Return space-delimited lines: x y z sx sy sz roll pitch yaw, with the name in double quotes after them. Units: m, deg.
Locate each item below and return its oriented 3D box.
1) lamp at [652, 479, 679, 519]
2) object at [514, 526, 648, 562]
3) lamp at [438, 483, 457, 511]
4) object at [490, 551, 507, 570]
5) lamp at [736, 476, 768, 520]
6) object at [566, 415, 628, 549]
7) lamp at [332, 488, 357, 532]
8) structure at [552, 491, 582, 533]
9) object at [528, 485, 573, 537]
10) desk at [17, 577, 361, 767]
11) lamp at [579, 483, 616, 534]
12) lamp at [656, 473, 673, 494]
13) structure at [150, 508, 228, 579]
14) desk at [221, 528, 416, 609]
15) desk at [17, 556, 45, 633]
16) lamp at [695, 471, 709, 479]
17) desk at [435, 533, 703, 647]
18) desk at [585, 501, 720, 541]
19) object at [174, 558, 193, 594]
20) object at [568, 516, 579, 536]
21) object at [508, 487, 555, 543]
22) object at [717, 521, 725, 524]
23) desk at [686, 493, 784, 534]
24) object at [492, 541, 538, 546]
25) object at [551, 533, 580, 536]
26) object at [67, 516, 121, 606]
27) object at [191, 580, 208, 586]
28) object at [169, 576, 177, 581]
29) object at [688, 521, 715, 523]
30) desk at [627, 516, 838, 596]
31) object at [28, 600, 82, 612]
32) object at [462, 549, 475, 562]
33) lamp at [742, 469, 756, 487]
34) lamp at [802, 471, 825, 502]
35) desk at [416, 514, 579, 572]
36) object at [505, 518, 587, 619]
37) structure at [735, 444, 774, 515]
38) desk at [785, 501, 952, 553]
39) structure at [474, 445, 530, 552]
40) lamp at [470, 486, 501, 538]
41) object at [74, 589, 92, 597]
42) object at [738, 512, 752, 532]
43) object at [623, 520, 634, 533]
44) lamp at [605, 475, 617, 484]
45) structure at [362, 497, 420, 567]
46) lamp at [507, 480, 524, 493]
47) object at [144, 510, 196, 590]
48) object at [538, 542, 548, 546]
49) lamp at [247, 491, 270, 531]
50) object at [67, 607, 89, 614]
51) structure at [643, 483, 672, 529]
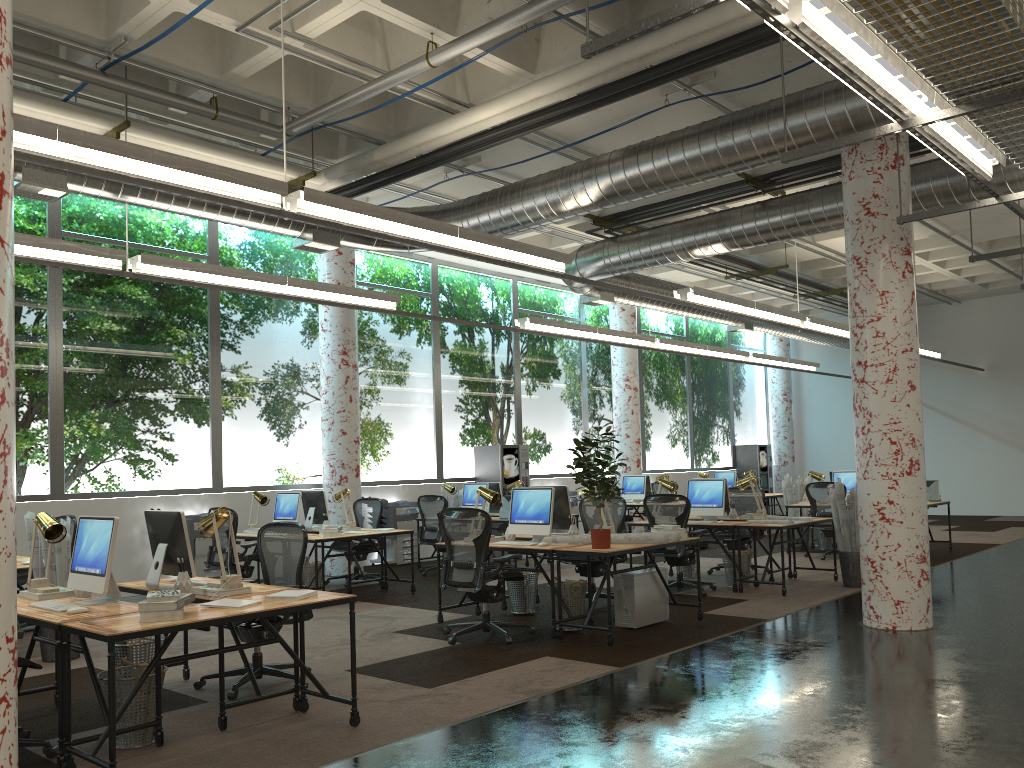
1.768 1.430 10.540 0.209 0.609 0.529 0 -4 -28 "lamp"
1.264 2.529 14.442 3.411 0.436 0.367 2 -6 -38 "object"
-0.983 1.752 13.015 0.209 0.609 0.529 0 -4 -28 "lamp"
-0.218 2.383 12.439 0.359 0.434 0.353 -5 -5 38 "object"
2.875 1.381 10.394 0.209 0.609 0.529 0 -4 -28 "lamp"
0.669 0.775 7.083 0.514 1.075 0.439 -4 -3 33 "object"
-1.972 1.548 10.551 0.209 0.609 0.529 0 -4 -28 "lamp"
0.901 2.422 16.465 0.504 1.055 1.059 -4 -5 42 "structure"
0.348 1.205 8.384 0.485 0.484 0.190 -5 -4 42 "object"
-2.033 1.590 5.070 1.945 0.722 1.402 -6 -7 42 "desk"
0.823 1.198 8.026 0.209 0.609 0.529 0 -4 -28 "lamp"
2.801 1.902 15.827 0.219 0.609 0.529 0 -4 -28 "lamp"
-3.942 2.062 11.105 0.504 1.055 1.059 -4 -5 42 "structure"
-2.306 2.110 10.427 1.945 0.722 1.402 -6 -7 42 "desk"
-4.845 1.921 7.620 1.945 0.722 1.402 -6 -7 42 "desk"
3.864 2.113 18.378 0.219 0.609 0.529 0 -4 -28 "lamp"
0.488 1.760 7.901 1.945 0.722 1.402 -6 -7 42 "desk"
2.462 2.464 15.700 1.945 0.722 1.402 -6 -7 42 "desk"
-1.959 1.141 5.276 0.101 0.209 0.102 -2 -3 -3 "object"
0.562 1.311 8.108 0.101 0.209 0.102 -2 -3 -3 "object"
0.187 1.156 7.817 0.485 0.484 0.190 -5 -4 42 "object"
2.317 1.528 9.803 0.059 0.029 0.106 -6 -7 43 "object"
4.641 2.626 18.110 1.945 0.722 1.402 -6 -7 42 "desk"
0.027 1.380 7.660 0.440 0.017 0.119 -7 -7 42 "object"
0.523 1.446 8.522 0.440 0.017 0.119 -7 -7 42 "object"
-2.334 0.987 4.985 0.485 0.484 0.190 -5 -4 42 "object"
-1.998 1.277 5.691 0.440 0.017 0.119 -7 -7 42 "object"
-2.236 1.299 5.916 0.059 0.029 0.106 -6 -7 43 "object"
2.079 1.563 10.028 0.440 0.017 0.119 -7 -7 42 "object"
2.540 1.943 10.269 1.945 0.722 1.402 -6 -7 42 "desk"
-2.494 1.210 4.828 0.440 0.017 0.119 -7 -7 42 "object"
-0.600 2.485 13.386 0.353 0.434 0.370 -1 -4 -12 "object"
4.980 2.064 18.236 0.219 0.609 0.529 0 -4 -28 "lamp"
4.505 1.620 13.424 0.219 0.609 0.529 0 -4 -28 "lamp"
-0.211 2.265 12.744 1.945 0.722 1.402 -6 -7 42 "desk"
0.289 1.656 7.842 0.850 0.931 0.105 -5 -4 37 "object"
6.116 2.435 22.259 0.639 1.806 0.750 -4 -4 42 "structure"
5.282 2.133 13.155 1.945 0.722 1.402 -6 -7 42 "desk"
-0.144 1.970 15.335 0.639 1.806 0.750 -4 -4 42 "structure"
-0.289 1.246 8.170 0.219 0.609 0.529 0 -4 -28 "lamp"
-2.539 1.157 5.250 0.101 0.209 0.102 -2 -3 -3 "object"
4.634 2.743 17.805 0.359 0.434 0.353 -5 -5 38 "object"
2.076 2.684 16.341 0.359 0.434 0.353 -5 -5 38 "object"
1.685 1.951 15.969 0.219 0.609 0.529 0 -4 -28 "lamp"
-1.772 2.224 13.509 0.504 1.055 1.059 -4 -5 42 "structure"
0.128 1.704 12.870 0.219 0.609 0.529 0 -4 -28 "lamp"
-2.173 1.036 5.553 0.485 0.484 0.190 -5 -4 42 "object"
0.265 1.344 7.435 0.059 0.029 0.106 -6 -7 43 "object"
-3.083 1.596 10.695 0.219 0.609 0.529 0 -4 -28 "lamp"
-2.256 1.174 4.603 0.059 0.029 0.106 -6 -7 43 "object"
3.080 2.584 18.874 0.504 1.055 1.059 -4 -5 42 "structure"
